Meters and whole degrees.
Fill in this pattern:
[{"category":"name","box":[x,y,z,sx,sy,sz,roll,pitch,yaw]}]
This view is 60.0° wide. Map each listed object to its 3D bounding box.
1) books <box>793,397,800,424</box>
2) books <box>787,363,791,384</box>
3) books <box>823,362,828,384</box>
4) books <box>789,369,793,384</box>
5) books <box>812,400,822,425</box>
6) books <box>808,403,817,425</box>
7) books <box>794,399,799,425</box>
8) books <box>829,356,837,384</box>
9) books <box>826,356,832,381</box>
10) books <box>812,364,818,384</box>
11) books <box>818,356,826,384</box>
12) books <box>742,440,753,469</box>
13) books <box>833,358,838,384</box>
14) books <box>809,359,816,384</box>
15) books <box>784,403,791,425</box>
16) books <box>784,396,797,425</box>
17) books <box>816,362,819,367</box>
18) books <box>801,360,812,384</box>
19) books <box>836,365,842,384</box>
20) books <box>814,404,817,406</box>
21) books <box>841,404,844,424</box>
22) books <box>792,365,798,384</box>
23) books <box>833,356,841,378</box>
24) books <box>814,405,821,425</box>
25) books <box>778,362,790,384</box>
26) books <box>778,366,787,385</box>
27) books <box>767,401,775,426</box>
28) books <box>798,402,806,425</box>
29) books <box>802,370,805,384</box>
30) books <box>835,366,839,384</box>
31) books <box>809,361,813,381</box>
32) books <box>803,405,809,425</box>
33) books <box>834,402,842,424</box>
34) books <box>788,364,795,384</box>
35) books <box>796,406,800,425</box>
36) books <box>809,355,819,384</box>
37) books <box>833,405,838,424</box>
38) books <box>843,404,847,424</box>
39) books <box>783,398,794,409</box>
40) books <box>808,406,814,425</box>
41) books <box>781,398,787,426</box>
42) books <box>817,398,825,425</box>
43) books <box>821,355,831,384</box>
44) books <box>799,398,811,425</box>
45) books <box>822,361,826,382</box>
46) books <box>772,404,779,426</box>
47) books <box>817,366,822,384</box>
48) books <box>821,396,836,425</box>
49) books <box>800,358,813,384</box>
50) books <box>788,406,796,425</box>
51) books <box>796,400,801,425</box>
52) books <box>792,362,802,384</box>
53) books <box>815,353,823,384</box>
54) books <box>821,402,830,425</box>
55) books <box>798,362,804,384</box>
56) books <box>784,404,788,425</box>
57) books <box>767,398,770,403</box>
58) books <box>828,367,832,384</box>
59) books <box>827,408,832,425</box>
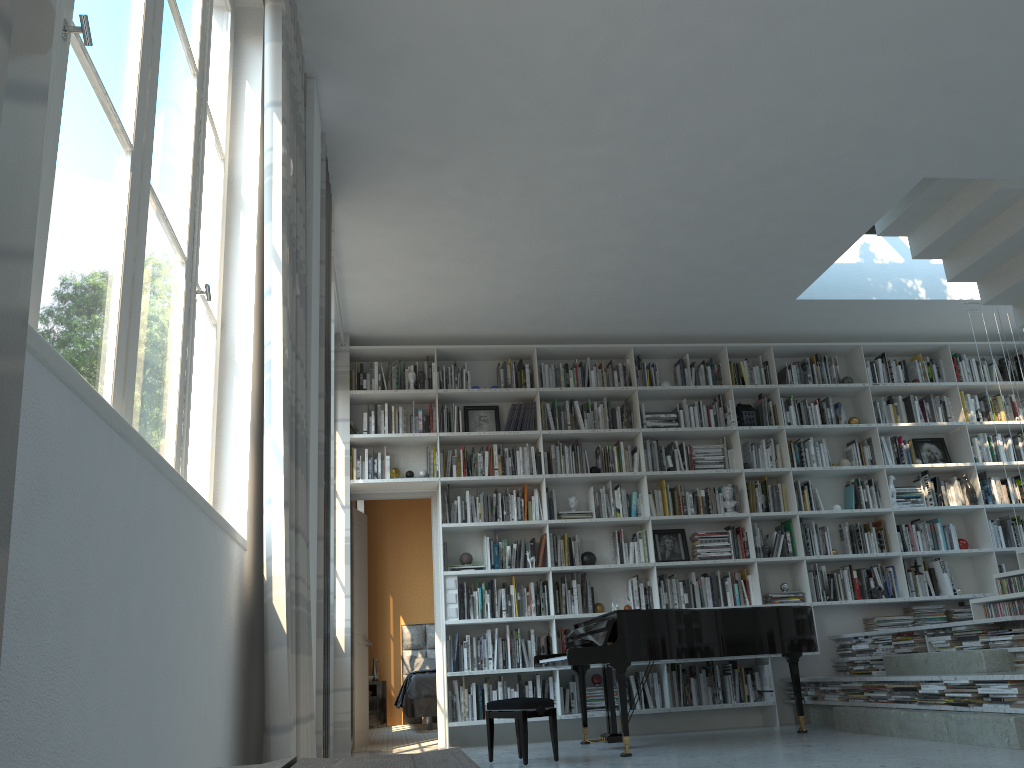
[{"category":"books","box":[2.487,0.280,7.811,0.021,0.295,0.139,-1,-18,-8]},{"category":"books","box":[2.434,-0.045,7.904,0.011,0.243,0.173,-1,-18,-8]},{"category":"books","box":[2.782,-0.054,7.954,0.024,0.251,0.150,-1,-18,-8]},{"category":"books","box":[2.458,-0.017,7.897,0.009,0.182,0.160,-1,-18,-8]},{"category":"books","box":[2.678,0.289,7.822,0.012,0.263,0.157,-1,-18,-8]},{"category":"books","box":[2.630,0.303,7.811,0.023,0.236,0.150,-1,-18,-8]},{"category":"books","box":[2.465,0.289,7.789,0.010,0.267,0.166,-1,-18,-8]},{"category":"books","box":[2.853,-0.078,7.963,0.013,0.296,0.189,-1,-18,-8]},{"category":"books","box":[2.833,-0.081,7.991,0.008,0.320,0.134,-1,-18,-8]},{"category":"books","box":[2.684,-0.045,7.927,0.018,0.230,0.160,-1,-18,-8]},{"category":"books","box":[2.739,-0.083,7.933,0.015,0.298,0.184,-1,-18,-8]},{"category":"books","box":[2.028,0.640,7.632,0.018,0.284,0.160,-1,-18,-8]},{"category":"books","box":[2.865,-0.072,7.955,0.008,0.277,0.181,-1,-18,-8]},{"category":"books","box":[2.668,-0.065,7.951,0.007,0.284,0.160,-1,-18,-8]},{"category":"books","box":[2.396,0.304,7.783,0.026,0.242,0.148,-1,-18,-8]},{"category":"books","box":[2.452,0.271,7.794,0.014,0.305,0.153,-1,-18,-8]},{"category":"books","box":[2.719,-0.054,7.939,0.008,0.250,0.170,-1,-18,-8]},{"category":"books","box":[2.609,-0.061,7.910,0.028,0.257,0.185,-1,-18,-8]},{"category":"books","box":[2.895,-0.038,7.953,0.014,0.208,0.188,-1,-18,-8]},{"category":"books","box":[2.667,0.309,7.813,0.011,0.221,0.159,-1,-18,-8]},{"category":"books","box":[2.881,0.308,7.841,0.048,0.216,0.183,-1,-18,-8]},{"category":"books","box":[2.497,-0.037,7.910,0.028,0.225,0.164,-1,-18,-8]},{"category":"books","box":[2.902,-0.083,7.970,0.006,0.305,0.164,-1,-18,-8]},{"category":"books","box":[2.654,0.311,7.796,0.021,0.208,0.181,-1,-18,-8]},{"category":"books","box":[2.426,-0.048,7.894,0.009,0.243,0.174,-1,-18,-8]},{"category":"books","box":[2.400,-0.031,7.878,0.046,0.205,0.184,-1,-18,-8]},{"category":"books","box":[2.240,0.295,7.740,0.013,0.247,0.187,-1,-18,-8]},{"category":"books","box":[2.527,0.300,7.792,0.027,0.240,0.160,-1,-18,-8]},{"category":"books","box":[2.576,-0.015,7.934,0.031,0.190,0.133,-1,-18,-8]},{"category":"books","box":[2.878,-0.037,7.960,0.018,0.213,0.158,-1,-18,-8]},{"category":"books","box":[2.649,-0.068,7.955,0.017,0.294,0.139,-1,-18,-8]},{"category":"books","box":[2.566,0.315,7.816,0.028,0.222,0.142,-1,-18,-8]},{"category":"books","box":[2.859,0.297,7.833,0.054,0.234,0.172,-1,-18,-8]},{"category":"books","box":[2.469,-0.043,7.894,0.013,0.228,0.174,-1,-18,-8]},{"category":"books","box":[2.476,0.307,7.794,0.012,0.235,0.166,-1,-18,-8]},{"category":"books","box":[2.693,-0.082,7.946,0.006,0.311,0.179,-1,-18,-8]},{"category":"books","box":[2.816,0.312,7.834,0.030,0.212,0.157,-1,-18,-8]},{"category":"books","box":[2.915,0.307,7.865,0.026,0.228,0.141,-1,-18,-8]},{"category":"books","box":[2.439,0.284,7.794,0.011,0.282,0.173,-1,-18,-8]},{"category":"books","box":[2.605,0.316,7.815,0.025,0.215,0.144,-1,-18,-8]},{"category":"books","box":[2.355,0.282,7.776,0.012,0.284,0.160,-1,-18,-8]},{"category":"books","box":[2.706,0.283,7.842,0.012,0.284,0.160,-1,-18,-8]},{"category":"books","box":[2.798,-0.082,7.956,0.008,0.306,0.183,-1,-18,-8]},{"category":"books","box":[2.585,0.285,7.825,0.013,0.283,0.155,-1,-18,-8]},{"category":"books","box":[2.766,-0.064,7.955,0.008,0.274,0.163,-1,-18,-8]},{"category":"books","box":[2.271,0.311,7.739,0.008,0.213,0.224,-1,-18,-8]},{"category":"books","box":[2.710,-0.035,7.915,0.018,0.200,0.189,-1,-18,-8]},{"category":"books","box":[2.787,0.273,7.828,0.029,0.284,0.184,-1,-18,-8]},{"category":"books","box":[2.631,-0.070,7.940,0.024,0.291,0.168,-1,-18,-8]},{"category":"books","box":[2.425,0.315,7.765,0.026,0.207,0.181,-1,-18,-8]},{"category":"books","box":[2.504,0.291,7.817,0.012,0.275,0.133,-1,-18,-8]},{"category":"books","box":[2.526,-0.052,7.918,0.030,0.254,0.161,-1,-18,-8]},{"category":"books","box":[2.725,-0.091,7.951,0.007,0.328,0.184,-1,-18,-8]},{"category":"books","box":[2.731,0.299,7.820,0.030,0.237,0.186,-1,-18,-8]},{"category":"books","box":[2.551,-0.052,7.924,0.021,0.255,0.169,-1,-18,-8]},{"category":"books","box":[2.377,0.308,7.786,0.012,0.239,0.139,-1,-18,-8]},{"category":"books","box":[2.258,0.285,7.782,0.005,0.291,0.131,-1,-18,-8]},{"category":"books","box":[2.822,-0.075,7.969,0.019,0.298,0.137,-1,-18,-8]},{"category":"books","box":[2.760,0.327,7.820,0.027,0.181,0.177,-1,-18,-8]}]
